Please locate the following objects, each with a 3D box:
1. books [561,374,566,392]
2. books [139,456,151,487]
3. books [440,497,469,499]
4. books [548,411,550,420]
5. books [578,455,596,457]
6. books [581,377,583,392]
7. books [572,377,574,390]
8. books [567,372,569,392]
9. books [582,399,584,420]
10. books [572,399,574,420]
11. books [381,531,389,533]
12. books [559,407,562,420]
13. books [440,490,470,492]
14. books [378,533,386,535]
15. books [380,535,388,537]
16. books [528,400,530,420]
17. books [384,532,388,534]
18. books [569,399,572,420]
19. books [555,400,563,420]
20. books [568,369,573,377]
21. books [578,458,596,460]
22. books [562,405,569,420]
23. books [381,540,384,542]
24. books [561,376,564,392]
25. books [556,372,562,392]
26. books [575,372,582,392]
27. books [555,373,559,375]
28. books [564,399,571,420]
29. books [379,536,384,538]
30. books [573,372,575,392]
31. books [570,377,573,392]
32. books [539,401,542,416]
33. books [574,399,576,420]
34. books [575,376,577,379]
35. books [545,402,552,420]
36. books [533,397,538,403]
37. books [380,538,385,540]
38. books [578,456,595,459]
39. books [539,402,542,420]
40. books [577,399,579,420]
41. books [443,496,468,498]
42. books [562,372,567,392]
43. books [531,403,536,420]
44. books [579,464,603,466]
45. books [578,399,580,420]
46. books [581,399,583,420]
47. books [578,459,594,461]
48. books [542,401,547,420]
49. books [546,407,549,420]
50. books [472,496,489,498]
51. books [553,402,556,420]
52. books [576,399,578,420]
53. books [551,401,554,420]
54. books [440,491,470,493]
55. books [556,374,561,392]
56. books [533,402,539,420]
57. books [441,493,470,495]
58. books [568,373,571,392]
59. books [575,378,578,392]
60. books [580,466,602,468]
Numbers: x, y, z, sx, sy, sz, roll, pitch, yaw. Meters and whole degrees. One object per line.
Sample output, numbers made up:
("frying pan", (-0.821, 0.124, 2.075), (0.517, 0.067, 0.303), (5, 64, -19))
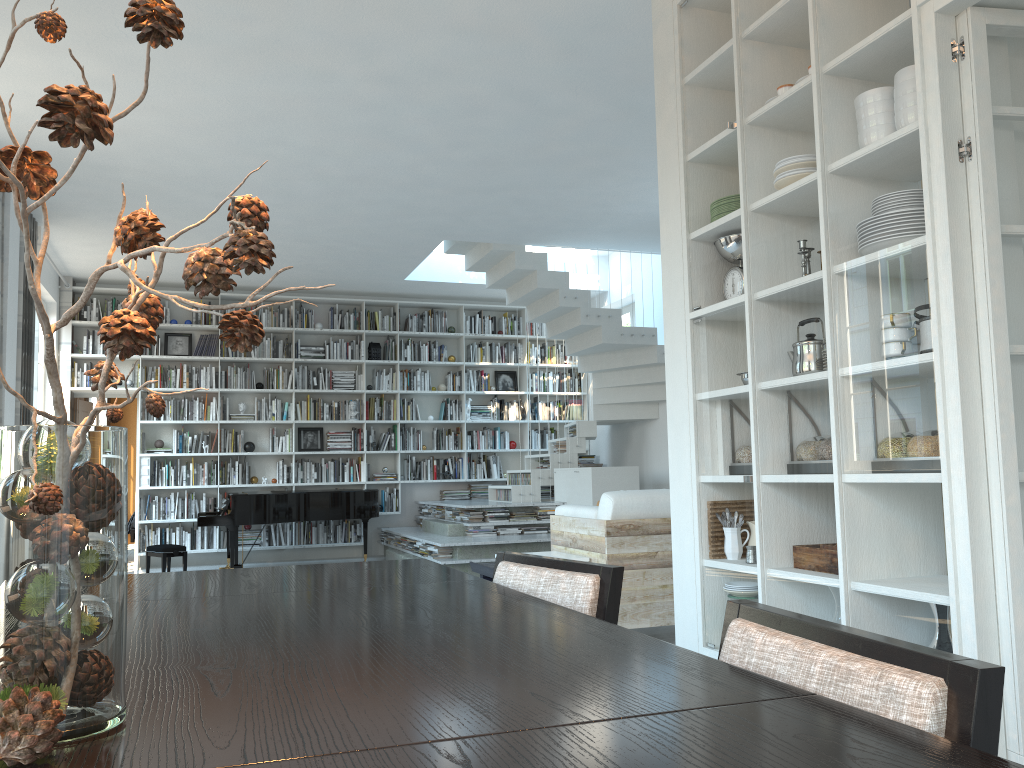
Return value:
("books", (0.678, 0.005, 11.823), (0.025, 0.252, 0.160), (1, -6, -19))
("books", (-4.131, 0.989, 9.992), (0.106, 0.339, 0.307), (1, -6, -19))
("books", (-0.722, 1.439, 11.184), (0.345, 0.007, 0.193), (0, -6, -14))
("books", (0.457, 0.403, 11.710), (0.030, 0.184, 0.137), (1, -6, -19))
("books", (0.932, 0.924, 11.351), (0.228, 0.011, 0.159), (1, -6, -20))
("books", (0.911, 0.024, 11.892), (0.021, 0.218, 0.184), (1, -6, -19))
("books", (0.779, 0.022, 11.849), (0.025, 0.219, 0.177), (1, -6, -19))
("books", (0.711, -0.008, 11.823), (0.013, 0.276, 0.188), (1, -6, -19))
("books", (0.916, 0.352, 11.860), (0.018, 0.293, 0.169), (1, -6, -19))
("books", (0.783, 0.349, 11.799), (0.018, 0.293, 0.169), (1, -6, -19))
("books", (-1.482, 1.788, 10.761), (0.158, 0.014, 0.234), (1, -6, -21))
("books", (0.611, 0.403, 11.729), (0.024, 0.181, 0.191), (1, -6, -19))
("books", (-0.723, 1.350, 11.202), (0.345, 0.007, 0.193), (1, -6, -21))
("books", (-1.501, 1.818, 10.751), (0.191, 0.013, 0.244), (1, -6, -23))
("books", (-1.492, 1.842, 10.752), (0.188, 0.009, 0.211), (1, -6, -20))
("books", (0.193, 0.351, 11.605), (0.025, 0.277, 0.160), (1, -6, -19))
("books", (-1.468, 1.804, 10.764), (0.133, 0.017, 0.231), (1, -6, -18))
("books", (0.756, 0.351, 11.804), (0.033, 0.293, 0.169), (1, -6, -19))
("books", (0.624, 0.358, 11.768), (0.026, 0.277, 0.170), (1, -6, -19))
("books", (0.790, -0.031, 11.874), (0.013, 0.330, 0.140), (1, -6, -19))
("books", (0.932, 0.962, 11.349), (0.235, 0.014, 0.155), (1, -6, -18))
("books", (0.683, 0.391, 11.773), (0.088, 0.217, 0.167), (1, -6, -19))
("books", (-1.482, 1.900, 10.750), (0.171, 0.016, 0.241), (1, -6, -19))
("books", (0.649, 0.013, 11.823), (0.028, 0.237, 0.146), (1, -6, -19))
("books", (0.625, -0.014, 11.817), (0.024, 0.291, 0.132), (1, -6, -19))
("books", (0.880, -0.013, 11.883), (0.042, 0.292, 0.186), (1, -6, -19))
("books", (0.607, -0.005, 11.814), (0.010, 0.273, 0.130), (1, -6, -19))
("books", (0.720, 0.352, 11.791), (0.072, 0.291, 0.169), (1, -6, -19))
("books", (-1.494, 1.852, 10.750), (0.177, 0.012, 0.278), (1, -6, -23))
("books", (0.805, -0.009, 11.869), (0.013, 0.283, 0.149), (1, -6, -19))
("books", (0.758, 0.025, 11.831), (0.025, 0.211, 0.188), (1, -6, -19))
("books", (0.360, 0.360, 11.670), (0.022, 0.265, 0.157), (1, -6, -19))
("books", (0.813, 0.351, 11.824), (0.018, 0.293, 0.169), (1, -6, -19))
("books", (0.844, 0.020, 11.899), (0.024, 0.230, 0.131), (1, -6, -19))
("books", (0.486, 0.370, 11.706), (0.022, 0.247, 0.181), (1, -6, -19))
("books", (0.316, 0.332, 11.666), (0.012, 0.321, 0.141), (1, -6, -19))
("books", (-1.492, 1.877, 10.748), (0.179, 0.012, 0.262), (0, -6, -16))
("books", (0.927, 0.944, 11.362), (0.232, 0.025, 0.123), (1, -6, -22))
("books", (0.342, 0.368, 11.650), (0.026, 0.245, 0.181), (1, -6, -19))
("books", (0.847, 0.352, 11.836), (0.018, 0.293, 0.169), (1, -6, -19))
("books", (-0.725, 1.424, 11.193), (0.308, 0.008, 0.195), (1, -6, -17))
("books", (0.698, -0.011, 11.822), (0.012, 0.282, 0.151), (1, -6, -19))
("books", (0.256, 0.375, 11.650), (0.066, 0.236, 0.144), (1, -6, -19))
("books", (0.994, 1.017, 11.157), (0.267, 0.026, 0.161), (0, -6, -14))
("books", (0.866, 0.351, 11.837), (0.018, 0.293, 0.169), (1, -6, -19))
("books", (0.902, 0.351, 11.844), (0.018, 0.293, 0.169), (1, -6, -19))
("books", (0.931, 0.976, 11.352), (0.206, 0.014, 0.150), (1, -6, -19))
("books", (0.401, 0.361, 11.671), (0.056, 0.261, 0.176), (1, -6, -19))
("books", (0.439, 0.398, 11.681), (0.023, 0.189, 0.170), (1, -6, -19))
("books", (-0.409, 1.439, 11.305), (0.254, 0.007, 0.161), (1, -6, -18))
("books", (0.545, 0.369, 11.746), (0.012, 0.254, 0.161), (1, -6, -19))
("books", (0.832, 0.351, 11.826), (0.018, 0.293, 0.169), (1, -6, -19))
("books", (0.506, 0.365, 11.724), (0.029, 0.259, 0.171), (1, -6, -19))
("books", (-0.723, 1.365, 11.200), (0.345, 0.007, 0.193), (1, -6, -17))
("books", (0.600, 0.000, 11.786), (0.023, 0.258, 0.184), (1, -6, -19))
("books", (0.307, 0.369, 11.639), (0.022, 0.243, 0.171), (1, -6, -19))
("books", (-0.721, 1.387, 11.195), (0.345, 0.007, 0.193), (1, -6, -22))
("books", (0.732, -0.004, 11.827), (0.028, 0.267, 0.173), (1, -6, -19))
("books", (0.831, 0.034, 11.856), (0.029, 0.195, 0.192), (1, -6, -19))
("books", (0.996, 1.042, 11.150), (0.234, 0.025, 0.157), (1, -6, -23))
